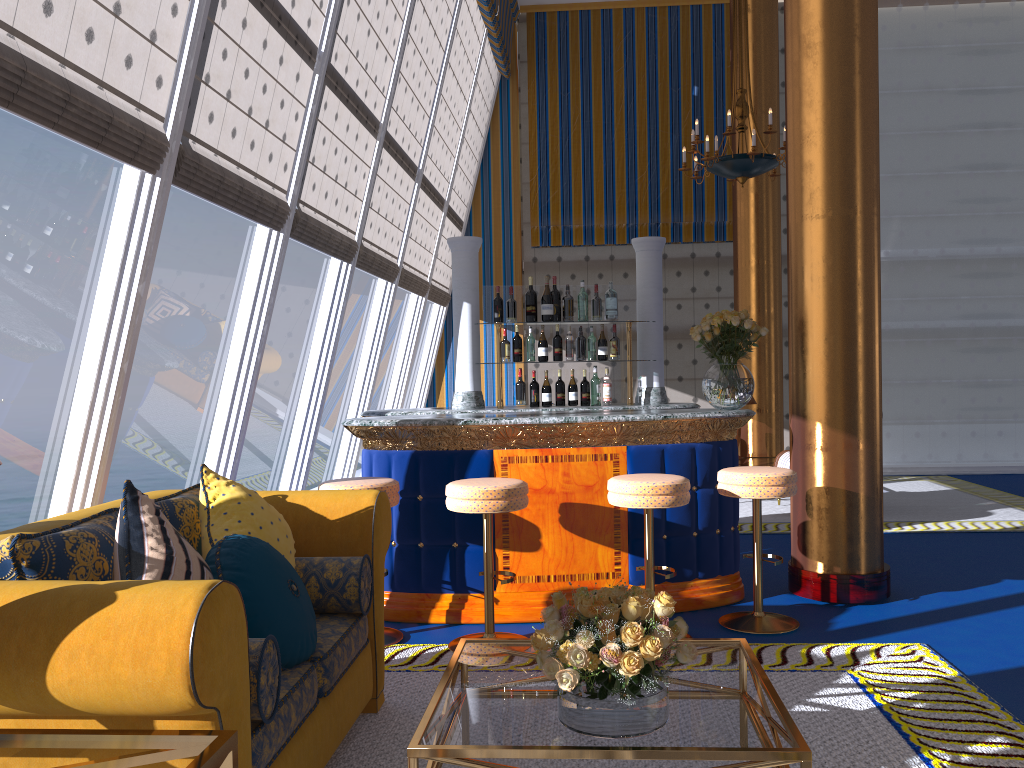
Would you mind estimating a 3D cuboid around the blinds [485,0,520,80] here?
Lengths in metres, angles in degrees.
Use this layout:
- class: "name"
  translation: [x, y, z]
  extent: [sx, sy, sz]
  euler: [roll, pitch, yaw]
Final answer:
- class: "blinds"
  translation: [-0.127, -4.197, 10.340]
  extent: [0.338, 0.830, 1.526]
  euler: [-1, 1, 5]

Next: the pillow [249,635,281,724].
- class: "pillow"
  translation: [-0.787, 0.745, 2.240]
  extent: [0.372, 0.219, 0.175]
  euler: [-1, 1, 4]

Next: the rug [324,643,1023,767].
- class: "rug"
  translation: [-0.141, 1.273, 1.099]
  extent: [3.587, 0.010, 6.264]
  euler: [-1, 1, 4]

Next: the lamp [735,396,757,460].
- class: "lamp"
  translation: [2.257, 0.378, 8.990]
  extent: [0.448, 0.783, 0.444]
  euler: [-1, 1, -11]

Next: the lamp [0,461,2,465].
- class: "lamp"
  translation: [-1.250, 0.346, 1.734]
  extent: [0.443, 0.783, 0.449]
  euler: [-1, 1, 19]

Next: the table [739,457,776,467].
- class: "table"
  translation: [2.468, 0.952, 8.807]
  extent: [0.973, 0.369, 0.908]
  euler: [-1, 1, 4]

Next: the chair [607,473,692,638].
- class: "chair"
  translation: [0.658, 0.832, 4.245]
  extent: [0.402, 0.782, 0.394]
  euler: [-2, 1, -36]

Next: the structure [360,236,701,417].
- class: "structure"
  translation: [0.143, 0.120, 5.995]
  extent: [2.315, 2.196, 0.768]
  euler: [-1, 1, -5]

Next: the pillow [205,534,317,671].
- class: "pillow"
  translation: [-0.764, 0.663, 2.722]
  extent: [0.318, 0.404, 0.476]
  euler: [-1, 1, 18]

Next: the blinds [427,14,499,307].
- class: "blinds"
  translation: [-0.497, -2.663, 10.484]
  extent: [0.873, 3.395, 1.367]
  euler: [-1, 1, 5]

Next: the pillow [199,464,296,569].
- class: "pillow"
  translation: [-0.907, 0.566, 3.054]
  extent: [0.327, 0.583, 0.580]
  euler: [-1, 1, 25]

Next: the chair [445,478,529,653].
- class: "chair"
  translation: [-0.112, 0.847, 4.202]
  extent: [0.394, 0.782, 0.402]
  euler: [0, 2, 43]

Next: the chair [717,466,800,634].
- class: "chair"
  translation: [1.241, 0.818, 4.483]
  extent: [0.401, 0.782, 0.395]
  euler: [-2, 1, -25]

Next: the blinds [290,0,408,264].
- class: "blinds"
  translation: [-0.891, -2.606, 5.996]
  extent: [0.873, 3.395, 1.367]
  euler: [-1, 1, 5]

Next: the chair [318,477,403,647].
- class: "chair"
  translation: [-0.742, 0.858, 4.342]
  extent: [0.394, 0.782, 0.402]
  euler: [0, 2, 43]

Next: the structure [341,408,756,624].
- class: "structure"
  translation: [0.235, 0.696, 4.925]
  extent: [2.317, 1.065, 0.767]
  euler: [-1, 1, -7]

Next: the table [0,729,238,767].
- class: "table"
  translation: [-1.233, 1.015, 1.322]
  extent: [1.236, 0.550, 1.153]
  euler: [-1, 1, 4]

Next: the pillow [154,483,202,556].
- class: "pillow"
  translation: [-1.154, 0.629, 3.070]
  extent: [0.246, 0.546, 0.611]
  euler: [-1, 1, 2]

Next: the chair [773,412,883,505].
- class: "chair"
  translation: [2.787, 0.643, 7.893]
  extent: [0.783, 0.967, 0.795]
  euler: [-1, 1, 5]

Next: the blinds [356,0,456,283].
- class: "blinds"
  translation: [-0.762, -2.625, 7.464]
  extent: [0.873, 3.395, 1.367]
  euler: [-1, 1, 5]

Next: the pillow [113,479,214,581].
- class: "pillow"
  translation: [-0.956, 0.577, 2.513]
  extent: [0.280, 0.619, 0.691]
  euler: [-1, 1, 3]

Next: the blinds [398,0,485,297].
- class: "blinds"
  translation: [-0.627, -2.644, 9.003]
  extent: [0.873, 3.395, 1.367]
  euler: [-1, 1, 5]

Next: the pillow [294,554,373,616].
- class: "pillow"
  translation: [-0.708, 0.733, 3.232]
  extent: [0.372, 0.219, 0.215]
  euler: [-1, 1, 4]

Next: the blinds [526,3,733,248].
- class: "blinds"
  translation: [1.535, -3.213, 10.973]
  extent: [2.657, 2.991, 0.152]
  euler: [-1, 1, 4]

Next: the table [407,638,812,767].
- class: "table"
  translation: [0.271, 1.063, 2.597]
  extent: [0.973, 0.369, 0.908]
  euler: [-1, 1, 4]

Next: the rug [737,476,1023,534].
- class: "rug"
  translation: [1.812, 1.152, 8.740]
  extent: [6.248, 0.011, 3.598]
  euler: [-1, 1, 4]

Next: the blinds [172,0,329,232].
- class: "blinds"
  translation: [-1.026, -2.587, 4.469]
  extent: [0.873, 3.395, 1.367]
  euler: [-1, 1, 5]

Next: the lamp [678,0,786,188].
- class: "lamp"
  translation: [2.026, -2.952, 7.860]
  extent: [1.066, 2.422, 1.052]
  euler: [-2, 1, -18]

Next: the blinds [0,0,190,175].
- class: "blinds"
  translation: [-1.157, -2.568, 2.974]
  extent: [0.873, 3.395, 1.367]
  euler: [-1, 1, 5]

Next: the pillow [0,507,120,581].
- class: "pillow"
  translation: [-1.207, 0.635, 2.465]
  extent: [0.246, 0.549, 0.608]
  euler: [-1, 1, 2]

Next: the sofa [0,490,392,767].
- class: "sofa"
  translation: [-1.054, 0.842, 2.768]
  extent: [1.000, 0.854, 1.848]
  euler: [-1, 1, 5]
